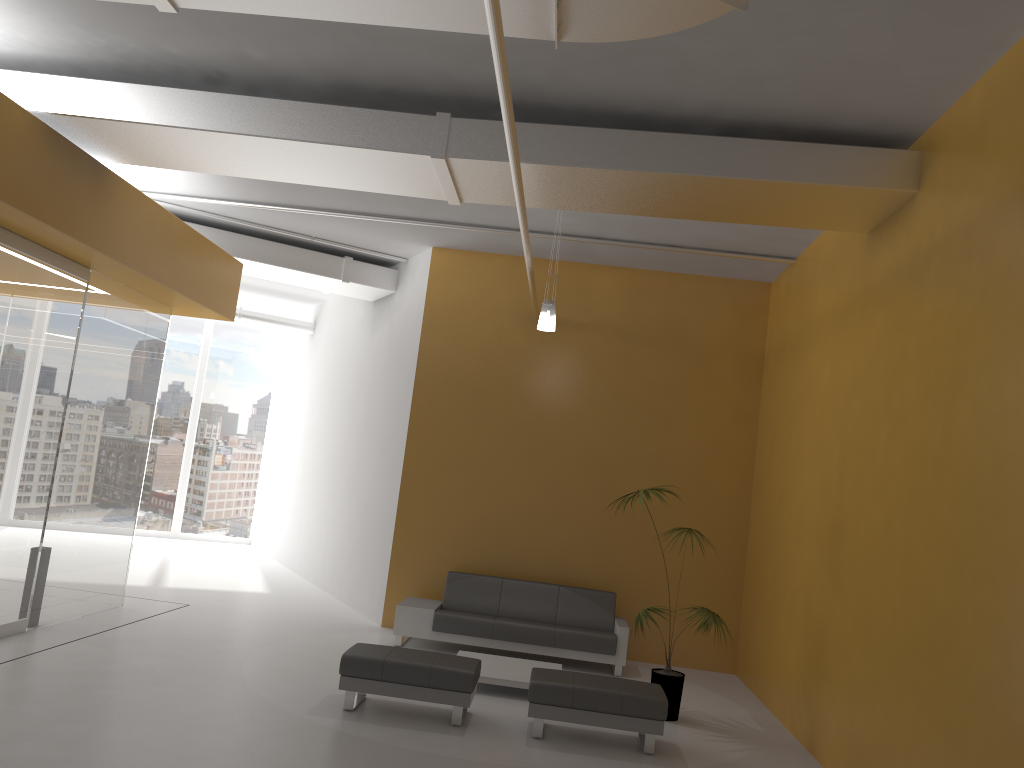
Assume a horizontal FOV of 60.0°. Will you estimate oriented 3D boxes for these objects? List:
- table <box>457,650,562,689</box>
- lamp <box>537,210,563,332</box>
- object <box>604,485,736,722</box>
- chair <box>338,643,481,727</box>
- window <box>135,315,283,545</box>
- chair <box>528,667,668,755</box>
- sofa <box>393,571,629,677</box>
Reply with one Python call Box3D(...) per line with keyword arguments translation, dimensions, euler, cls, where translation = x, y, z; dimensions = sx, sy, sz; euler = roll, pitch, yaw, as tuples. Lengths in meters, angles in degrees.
Box3D(translation=(-0.050, 2.652, 8.052), dimensions=(1.000, 0.150, 1.000), euler=(7, -6, 4), cls="table")
Box3D(translation=(0.395, -1.115, 8.438), dimensions=(0.174, 1.227, 0.174), euler=(1, -9, 45), cls="lamp")
Box3D(translation=(1.308, 1.855, 7.628), dimensions=(1.222, 1.956, 0.912), euler=(1, -9, 44), cls="object")
Box3D(translation=(-0.774, 2.281, 6.777), dimensions=(1.012, 0.423, 0.575), euler=(7, -6, 4), cls="chair")
Box3D(translation=(-7.372, 0.486, 16.402), dimensions=(8.533, 4.498, 0.100), euler=(10, -7, -26), cls="window")
Box3D(translation=(0.620, 2.440, 6.660), dimensions=(1.012, 0.423, 0.575), euler=(7, -6, 4), cls="chair")
Box3D(translation=(0.011, 2.508, 9.462), dimensions=(2.400, 0.761, 0.860), euler=(7, -6, 4), cls="sofa")
